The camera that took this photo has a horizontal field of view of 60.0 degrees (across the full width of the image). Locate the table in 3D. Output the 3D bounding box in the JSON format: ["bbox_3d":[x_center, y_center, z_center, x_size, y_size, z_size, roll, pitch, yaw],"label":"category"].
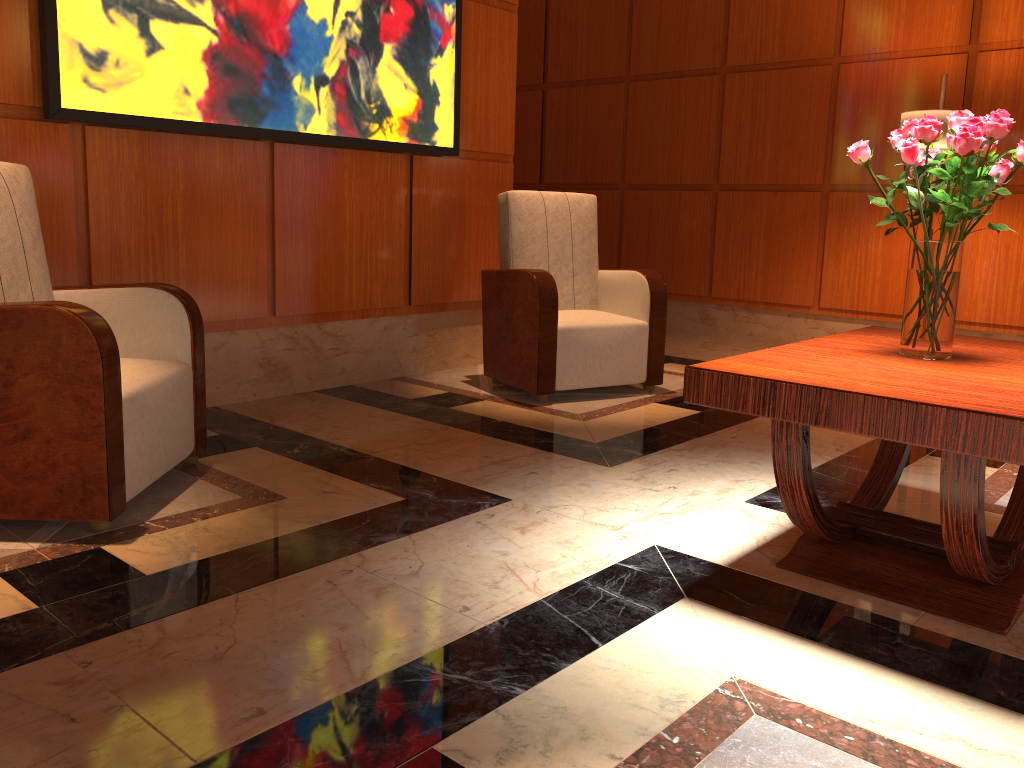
[{"bbox_3d":[1.032,0.202,2.211,0.727,0.531,1.171,11,14,40],"label":"table"}]

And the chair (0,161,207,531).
[{"bbox_3d":[-1.317,-0.160,2.562,0.628,0.955,0.742,2,10,0],"label":"chair"}]

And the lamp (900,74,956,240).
[{"bbox_3d":[2.260,-0.840,4.825,0.360,1.650,0.529,7,11,31],"label":"lamp"}]

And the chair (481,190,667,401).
[{"bbox_3d":[0.292,-0.466,4.374,0.738,0.955,0.632,-4,11,-29],"label":"chair"}]

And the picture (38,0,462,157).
[{"bbox_3d":[-0.925,-1.895,3.677,0.057,1.726,2.003,9,13,40],"label":"picture"}]

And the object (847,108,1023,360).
[{"bbox_3d":[1.036,-0.360,2.155,0.351,0.592,0.328,-3,11,-28],"label":"object"}]
